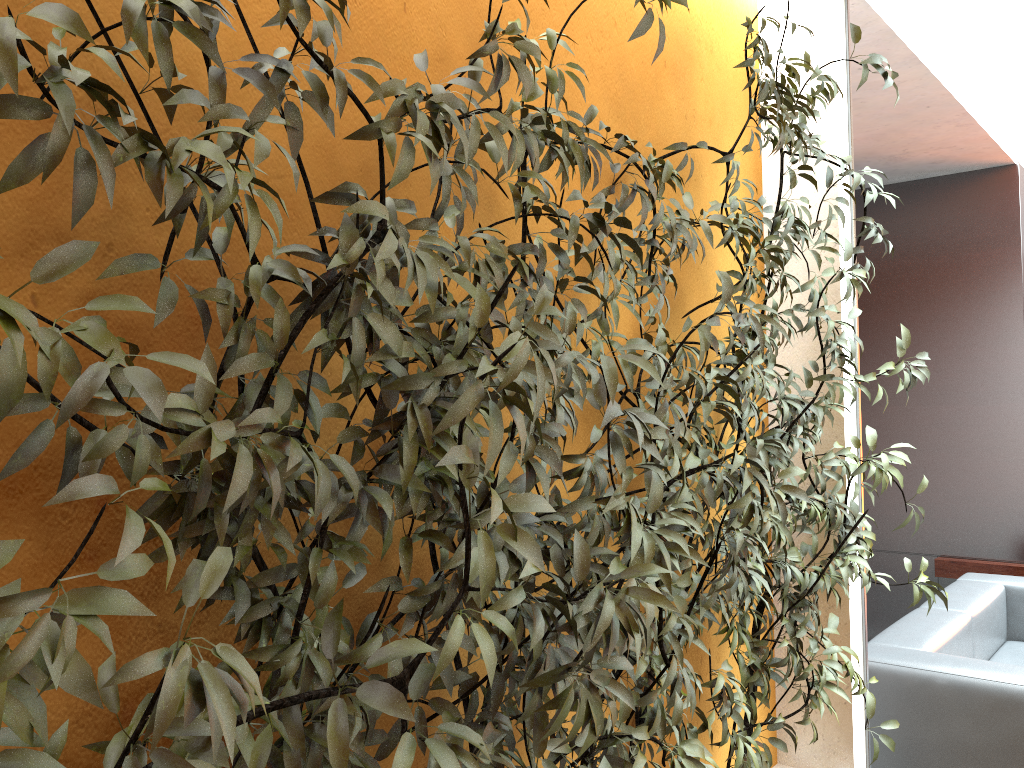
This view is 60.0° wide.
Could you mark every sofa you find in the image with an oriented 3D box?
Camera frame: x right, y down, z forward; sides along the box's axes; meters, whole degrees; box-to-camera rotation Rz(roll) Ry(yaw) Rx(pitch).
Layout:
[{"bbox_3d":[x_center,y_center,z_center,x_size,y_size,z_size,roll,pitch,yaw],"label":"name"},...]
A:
[{"bbox_3d":[2.198,1.306,3.741,0.943,0.652,2.025,-2,-2,39],"label":"sofa"}]

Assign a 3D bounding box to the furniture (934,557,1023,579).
[{"bbox_3d":[5.148,1.054,3.859,6.000,0.109,0.600,-2,-2,39],"label":"furniture"}]

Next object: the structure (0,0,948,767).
[{"bbox_3d":[0.133,0.123,1.603,0.622,2.483,3.166,-2,-2,38],"label":"structure"}]
